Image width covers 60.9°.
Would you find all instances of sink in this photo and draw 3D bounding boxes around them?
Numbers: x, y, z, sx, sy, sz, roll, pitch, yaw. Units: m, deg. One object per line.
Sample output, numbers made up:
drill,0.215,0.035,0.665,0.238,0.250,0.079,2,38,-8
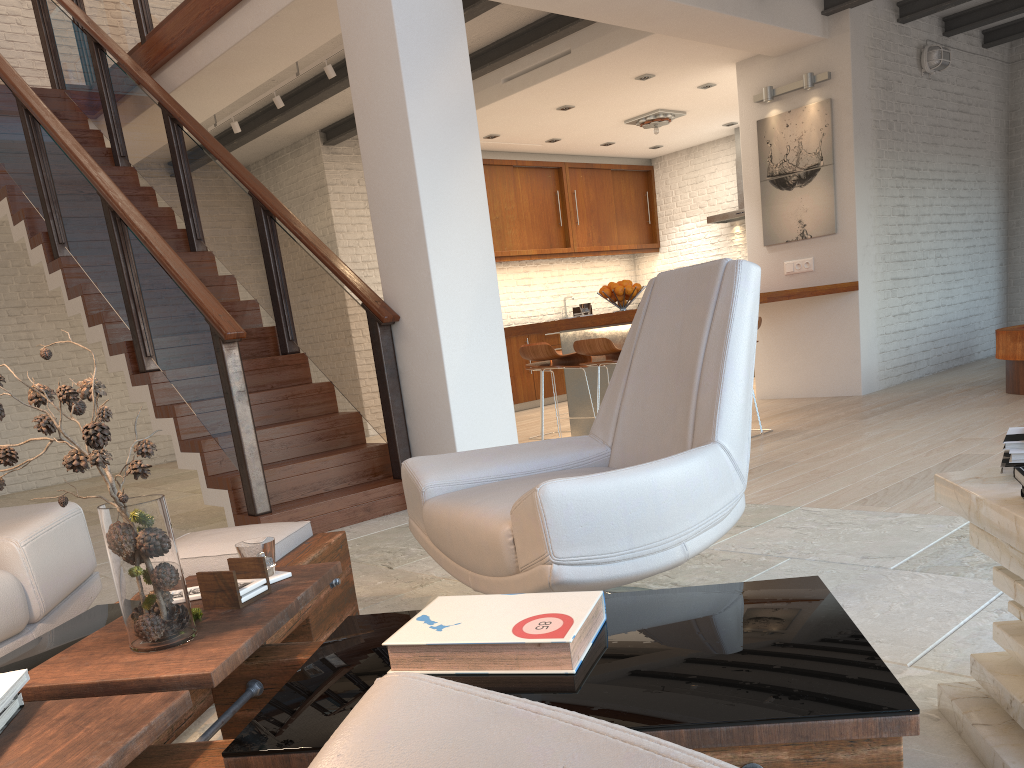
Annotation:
sink,1.018,-0.915,10.954,0.838,0.442,0.514,-12,9,-41

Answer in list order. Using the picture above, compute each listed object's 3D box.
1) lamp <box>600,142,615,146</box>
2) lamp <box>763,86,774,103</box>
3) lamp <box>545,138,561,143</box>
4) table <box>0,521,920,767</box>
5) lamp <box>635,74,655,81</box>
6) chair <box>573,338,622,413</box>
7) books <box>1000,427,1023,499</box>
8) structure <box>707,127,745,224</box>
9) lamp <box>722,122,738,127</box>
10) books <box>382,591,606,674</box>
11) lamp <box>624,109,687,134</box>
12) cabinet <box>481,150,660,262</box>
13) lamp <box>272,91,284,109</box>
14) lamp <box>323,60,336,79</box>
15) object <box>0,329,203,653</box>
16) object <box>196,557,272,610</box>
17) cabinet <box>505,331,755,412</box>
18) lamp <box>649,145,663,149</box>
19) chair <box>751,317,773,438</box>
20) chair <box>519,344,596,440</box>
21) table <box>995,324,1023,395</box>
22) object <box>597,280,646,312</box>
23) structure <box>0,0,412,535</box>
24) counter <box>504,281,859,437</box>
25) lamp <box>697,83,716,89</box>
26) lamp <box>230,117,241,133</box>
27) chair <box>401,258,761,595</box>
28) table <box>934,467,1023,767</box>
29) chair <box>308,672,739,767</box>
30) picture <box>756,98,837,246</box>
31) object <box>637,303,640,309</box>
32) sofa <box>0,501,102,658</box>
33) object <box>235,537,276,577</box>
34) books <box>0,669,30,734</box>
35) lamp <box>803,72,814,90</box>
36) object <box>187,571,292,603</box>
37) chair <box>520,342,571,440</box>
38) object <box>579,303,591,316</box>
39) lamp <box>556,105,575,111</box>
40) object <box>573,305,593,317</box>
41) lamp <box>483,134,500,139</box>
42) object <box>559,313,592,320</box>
lamp,1.087,-2.750,9.925,0.121,0.057,0.123,-12,7,-42
lamp,2.085,-2.357,7.094,0.079,0.107,0.078,-10,10,-14
lamp,0.440,-2.631,9.355,0.121,0.057,0.123,-12,7,-42
table,-0.391,0.639,1.589,1.976,0.442,2.140,-7,4,9
lamp,1.120,-2.604,7.346,0.121,0.057,0.123,-12,7,-42
chair,0.687,0.064,6.003,0.411,0.799,0.401,-17,15,-41
books,0.991,0.130,1.384,0.390,0.082,0.551,-5,4,32
structure,2.763,-2.459,10.072,0.446,1.022,0.981,-18,13,-42
lamp,2.434,-2.919,9.736,0.121,0.057,0.123,-12,7,-42
books,-0.022,0.431,1.522,0.328,0.058,0.247,-6,4,18
lamp,1.469,-2.640,8.900,0.439,0.175,0.449,-12,6,-42
cabinet,0.529,-2.095,10.489,3.264,1.201,0.457,-11,12,-41
lamp,-1.770,-2.144,6.603,0.084,0.133,0.060,-16,14,-39
lamp,-1.267,-2.179,6.058,0.084,0.133,0.060,-16,14,-39
object,-0.819,0.203,1.657,0.544,0.626,0.305,-4,12,19
object,-0.600,0.430,1.886,0.094,0.084,0.111,-5,7,20
cabinet,1.750,-1.371,10.001,4.799,2.923,2.189,-6,10,13
lamp,1.734,-2.870,10.494,0.121,0.057,0.123,-12,7,-42
chair,1.488,-0.037,5.902,0.394,0.799,0.419,-17,15,-41
chair,0.323,0.089,6.397,0.411,0.799,0.401,-17,15,-41
table,4.197,-0.261,6.425,1.793,0.460,1.069,-10,6,-36
object,0.803,-0.642,6.373,0.367,0.228,0.352,-6,6,13
structure,-0.606,-1.463,5.157,13.530,4.266,10.120,-11,6,-41
counter,1.372,-0.160,6.943,2.438,0.948,1.680,-12,7,-41
lamp,1.768,-2.724,7.916,0.121,0.057,0.123,-12,7,-42
lamp,-2.260,-2.110,7.130,0.059,0.133,0.083,-4,11,18
chair,0.262,0.203,2.581,0.958,1.047,1.011,-12,9,-25
table,1.070,0.414,1.490,0.496,0.520,0.478,-6,9,8
chair,0.008,0.368,0.332,0.985,1.029,0.994,-2,10,32
picture,2.331,-1.707,7.155,0.019,1.047,0.650,-19,16,-42
object,1.874,-1.059,11.682,0.244,0.164,0.343,-13,8,-42
sofa,-2.105,0.679,1.936,1.147,0.777,2.260,-7,4,8
object,-0.589,0.407,2.024,0.091,0.087,0.088,-6,8,7
books,-0.955,0.516,1.281,0.399,0.077,0.244,-8,4,-9
lamp,2.325,-2.374,6.834,0.079,0.107,0.078,-10,10,-14
object,-0.656,0.455,1.992,0.272,0.036,0.241,-6,4,20
chair,0.336,0.044,7.150,0.394,0.799,0.419,-17,15,-41
object,0.551,-0.559,6.535,0.091,0.087,0.088,1,11,45
lamp,0.492,-2.561,8.026,0.121,0.057,0.123,-12,7,-42
object,0.541,-0.553,6.683,0.091,0.084,0.114,-14,10,-42
lamp,-0.208,-2.512,8.785,0.121,0.057,0.123,-12,7,-42
object,0.531,-0.524,6.623,0.200,0.036,0.286,-11,5,-42
